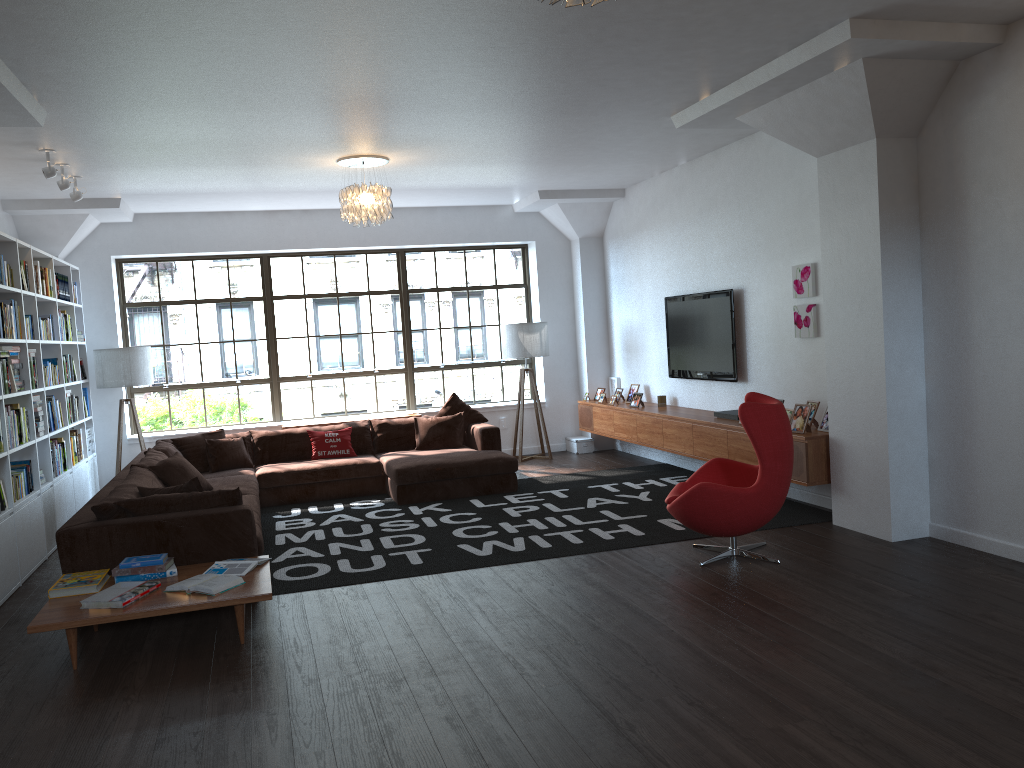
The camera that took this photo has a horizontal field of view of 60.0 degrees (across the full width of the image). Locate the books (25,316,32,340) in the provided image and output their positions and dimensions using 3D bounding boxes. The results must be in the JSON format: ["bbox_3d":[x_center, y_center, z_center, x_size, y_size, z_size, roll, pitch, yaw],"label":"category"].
[{"bbox_3d":[-3.828,-0.431,6.915,0.139,0.191,0.036,-5,3,-16],"label":"books"}]

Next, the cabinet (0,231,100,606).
[{"bbox_3d":[-3.874,0.132,6.787,0.461,2.414,4.500,-5,3,-16],"label":"cabinet"}]

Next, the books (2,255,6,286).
[{"bbox_3d":[-3.686,-0.797,6.297,0.140,0.231,0.042,-5,3,-16],"label":"books"}]

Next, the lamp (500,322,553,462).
[{"bbox_3d":[0.186,0.084,10.297,0.545,1.579,0.545,-4,3,-5],"label":"lamp"}]

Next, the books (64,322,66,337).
[{"bbox_3d":[-4.188,-0.496,8.136,0.161,0.223,0.027,-5,4,-17],"label":"books"}]

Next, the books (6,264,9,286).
[{"bbox_3d":[-3.706,-0.783,6.377,0.136,0.196,0.045,-5,3,-16],"label":"books"}]

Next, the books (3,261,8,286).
[{"bbox_3d":[-3.692,-0.779,6.338,0.139,0.191,0.036,-5,3,-16],"label":"books"}]

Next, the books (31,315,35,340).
[{"bbox_3d":[-3.842,-0.439,6.972,0.146,0.202,0.027,-5,3,-16],"label":"books"}]

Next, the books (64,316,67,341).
[{"bbox_3d":[-4.206,-0.505,8.167,0.174,0.240,0.045,-5,4,-17],"label":"books"}]

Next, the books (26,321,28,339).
[{"bbox_3d":[-3.787,-0.416,6.817,0.107,0.167,0.017,-5,3,-16],"label":"books"}]

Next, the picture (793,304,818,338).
[{"bbox_3d":[2.256,-0.483,6.819,0.030,0.250,0.250,-5,3,-16],"label":"picture"}]

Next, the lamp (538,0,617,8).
[{"bbox_3d":[0.200,-1.401,2.554,0.441,0.539,0.442,-2,4,26],"label":"lamp"}]

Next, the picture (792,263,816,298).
[{"bbox_3d":[2.236,-0.789,6.801,0.030,0.250,0.250,-5,3,-16],"label":"picture"}]

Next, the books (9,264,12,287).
[{"bbox_3d":[-3.737,-0.781,6.474,0.134,0.184,0.030,-5,3,-16],"label":"books"}]

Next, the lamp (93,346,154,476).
[{"bbox_3d":[-3.973,0.416,9.199,0.545,1.579,0.545,-5,4,-27],"label":"lamp"}]

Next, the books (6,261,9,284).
[{"bbox_3d":[-3.717,-0.786,6.408,0.127,0.200,0.020,-5,3,-16],"label":"books"}]

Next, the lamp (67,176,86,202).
[{"bbox_3d":[-3.599,-1.609,7.329,0.120,0.211,0.111,-7,5,-42],"label":"lamp"}]

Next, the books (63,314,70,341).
[{"bbox_3d":[-4.207,-0.514,8.207,0.183,0.253,0.034,-5,4,-17],"label":"books"}]

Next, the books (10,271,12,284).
[{"bbox_3d":[-3.743,-0.779,6.499,0.128,0.178,0.022,-5,3,-16],"label":"books"}]

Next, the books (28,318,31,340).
[{"bbox_3d":[-3.817,-0.424,6.888,0.128,0.178,0.021,-5,3,-16],"label":"books"}]

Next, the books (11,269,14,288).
[{"bbox_3d":[-3.739,-0.769,6.539,0.110,0.153,0.019,-5,3,-16],"label":"books"}]

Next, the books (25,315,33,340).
[{"bbox_3d":[-3.843,-0.437,6.944,0.146,0.202,0.027,-5,3,-16],"label":"books"}]

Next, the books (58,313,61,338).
[{"bbox_3d":[-4.124,-0.515,7.868,0.198,0.284,0.066,-5,4,-17],"label":"books"}]

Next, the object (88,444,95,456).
[{"bbox_3d":[-4.331,0.676,8.779,0.331,0.088,0.410,-5,3,-16],"label":"object"}]

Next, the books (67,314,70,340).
[{"bbox_3d":[-4.238,-0.520,8.285,0.180,0.259,0.060,-5,4,-17],"label":"books"}]

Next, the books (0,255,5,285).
[{"bbox_3d":[-3.675,-0.793,6.250,0.158,0.226,0.052,-5,3,-16],"label":"books"}]

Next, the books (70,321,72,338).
[{"bbox_3d":[-4.282,-0.515,8.415,0.174,0.240,0.045,-5,4,-17],"label":"books"}]

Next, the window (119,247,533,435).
[{"bbox_3d":[-2.005,-0.568,10.373,4.648,1.905,0.114,-5,3,-16],"label":"window"}]

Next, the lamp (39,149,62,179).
[{"bbox_3d":[-3.312,-1.570,6.346,0.111,0.211,0.120,-3,4,18],"label":"lamp"}]

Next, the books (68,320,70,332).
[{"bbox_3d":[-4.246,-0.517,8.327,0.160,0.250,0.026,-5,4,-17],"label":"books"}]

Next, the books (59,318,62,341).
[{"bbox_3d":[-4.122,-0.501,7.917,0.160,0.250,0.026,-5,4,-17],"label":"books"}]

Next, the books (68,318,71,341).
[{"bbox_3d":[-4.254,-0.504,8.352,0.161,0.223,0.027,-5,4,-17],"label":"books"}]

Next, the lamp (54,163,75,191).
[{"bbox_3d":[-3.454,-1.589,6.831,0.111,0.211,0.120,-1,4,33],"label":"lamp"}]

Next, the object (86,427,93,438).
[{"bbox_3d":[-4.349,0.501,8.767,0.316,0.088,0.410,-5,3,-16],"label":"object"}]

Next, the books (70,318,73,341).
[{"bbox_3d":[-4.281,-0.509,8.452,0.161,0.223,0.026,-5,4,-17],"label":"books"}]

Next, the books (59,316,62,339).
[{"bbox_3d":[-4.126,-0.489,7.943,0.161,0.223,0.026,-5,4,-17],"label":"books"}]

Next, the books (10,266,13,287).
[{"bbox_3d":[-3.740,-0.777,6.520,0.109,0.171,0.018,-5,3,-16],"label":"books"}]

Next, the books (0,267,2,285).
[{"bbox_3d":[-3.657,-0.794,6.204,0.140,0.231,0.042,-5,3,-16],"label":"books"}]

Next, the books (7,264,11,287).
[{"bbox_3d":[-3.715,-0.776,6.431,0.128,0.178,0.022,-5,3,-16],"label":"books"}]

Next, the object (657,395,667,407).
[{"bbox_3d":[1.540,0.176,9.107,0.089,0.110,0.089,-2,4,29],"label":"object"}]

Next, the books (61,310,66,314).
[{"bbox_3d":[-4.227,-0.533,8.237,0.176,0.290,0.036,-5,4,-17],"label":"books"}]

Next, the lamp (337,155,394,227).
[{"bbox_3d":[-1.225,-1.594,7.407,0.441,0.539,0.442,-2,4,26],"label":"lamp"}]

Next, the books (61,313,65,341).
[{"bbox_3d":[-4.158,-0.506,8.019,0.183,0.253,0.034,-5,4,-17],"label":"books"}]

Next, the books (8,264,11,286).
[{"bbox_3d":[-3.723,-0.777,6.451,0.128,0.178,0.021,-5,3,-16],"label":"books"}]

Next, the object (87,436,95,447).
[{"bbox_3d":[-4.336,0.588,8.774,0.331,0.088,0.410,-5,3,-16],"label":"object"}]

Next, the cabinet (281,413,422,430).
[{"bbox_3d":[-1.769,0.711,9.925,1.520,0.625,0.350,-5,3,-16],"label":"cabinet"}]

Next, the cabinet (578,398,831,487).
[{"bbox_3d":[1.642,0.441,8.419,0.459,0.350,4.501,-5,3,-16],"label":"cabinet"}]

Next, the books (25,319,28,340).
[{"bbox_3d":[-3.779,-0.412,6.793,0.106,0.162,0.032,-5,3,-16],"label":"books"}]

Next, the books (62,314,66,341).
[{"bbox_3d":[-4.164,-0.508,8.052,0.183,0.253,0.034,-5,4,-17],"label":"books"}]

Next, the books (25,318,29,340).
[{"bbox_3d":[-3.802,-0.417,6.835,0.122,0.169,0.023,-5,3,-16],"label":"books"}]

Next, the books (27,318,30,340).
[{"bbox_3d":[-3.810,-0.420,6.862,0.126,0.173,0.032,-5,3,-16],"label":"books"}]

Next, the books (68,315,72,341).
[{"bbox_3d":[-4.271,-0.520,8.377,0.183,0.253,0.034,-5,4,-17],"label":"books"}]
